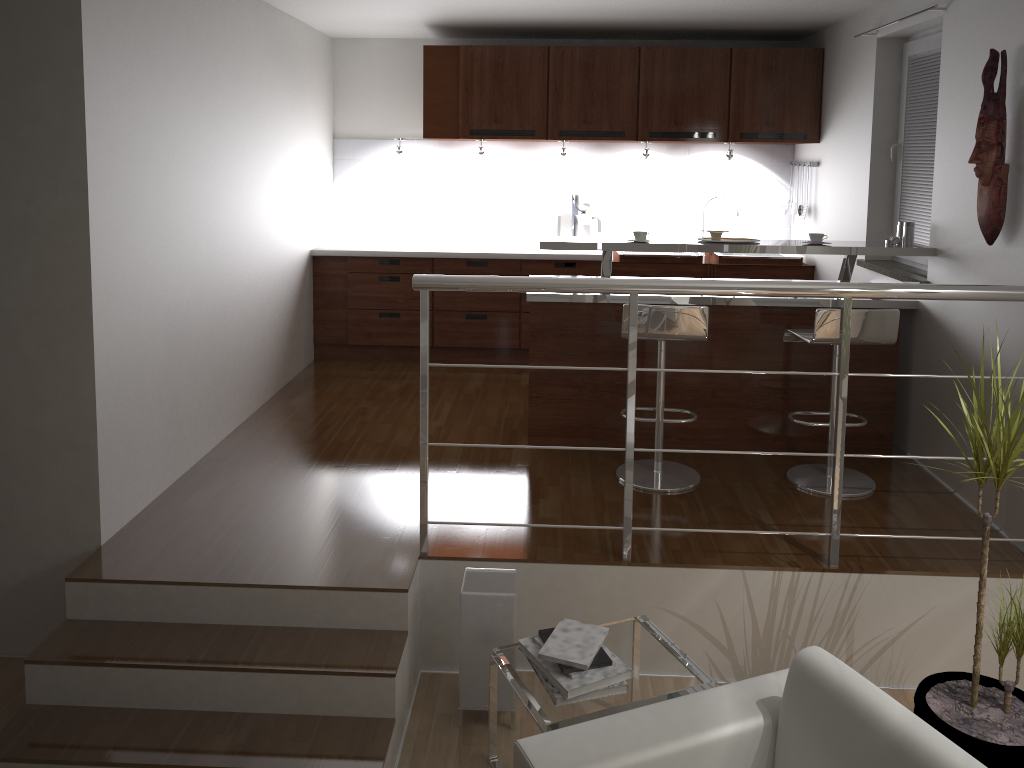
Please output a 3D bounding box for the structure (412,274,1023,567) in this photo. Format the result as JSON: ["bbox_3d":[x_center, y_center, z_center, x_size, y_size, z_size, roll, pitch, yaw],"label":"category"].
[{"bbox_3d":[0.796,0.143,3.182,2.322,1.032,0.058,1,6,2],"label":"structure"}]

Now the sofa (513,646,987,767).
[{"bbox_3d":[0.749,1.210,1.442,0.909,0.722,1.825,-4,14,-22],"label":"sofa"}]

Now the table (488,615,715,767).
[{"bbox_3d":[0.268,1.048,2.686,0.552,0.392,0.475,-4,12,-22],"label":"table"}]

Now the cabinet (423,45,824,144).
[{"bbox_3d":[0.756,-2.062,6.290,2.716,0.624,0.667,1,11,2],"label":"cabinet"}]

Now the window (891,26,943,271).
[{"bbox_3d":[2.193,-1.224,4.590,0.142,1.241,0.862,1,9,2],"label":"window"}]

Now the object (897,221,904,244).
[{"bbox_3d":[1.931,-0.748,4.330,0.052,0.107,0.053,-1,8,-14],"label":"object"}]

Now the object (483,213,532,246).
[{"bbox_3d":[-0.030,-1.173,6.626,0.369,0.236,0.159,1,9,3],"label":"object"}]

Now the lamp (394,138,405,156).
[{"bbox_3d":[-0.797,-1.681,6.216,0.081,0.122,0.081,8,12,41],"label":"lamp"}]

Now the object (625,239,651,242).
[{"bbox_3d":[0.612,-0.699,4.274,0.129,0.008,0.144,2,15,5],"label":"object"}]

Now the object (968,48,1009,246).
[{"bbox_3d":[1.941,-0.947,3.517,0.152,0.774,0.153,-5,9,-43],"label":"object"}]

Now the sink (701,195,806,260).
[{"bbox_3d":[1.713,-1.077,6.349,0.671,0.567,0.616,1,11,2],"label":"sink"}]

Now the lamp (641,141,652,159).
[{"bbox_3d":[0.941,-1.641,6.145,0.081,0.122,0.081,8,12,41],"label":"lamp"}]

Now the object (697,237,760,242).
[{"bbox_3d":[1.076,-0.714,4.349,0.309,0.010,0.224,2,15,5],"label":"object"}]

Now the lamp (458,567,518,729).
[{"bbox_3d":[-0.080,0.911,3.038,0.192,0.471,0.203,1,7,2],"label":"lamp"}]

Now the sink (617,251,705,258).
[{"bbox_3d":[1.055,-0.907,6.396,0.600,0.195,0.617,1,14,2],"label":"sink"}]

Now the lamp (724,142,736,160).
[{"bbox_3d":[1.521,-1.627,6.121,0.081,0.122,0.081,8,12,41],"label":"lamp"}]

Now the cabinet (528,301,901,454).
[{"bbox_3d":[1.022,-0.115,4.745,1.847,0.736,0.649,1,10,2],"label":"cabinet"}]

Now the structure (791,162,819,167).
[{"bbox_3d":[2.082,-1.574,6.263,0.048,0.033,0.614,1,15,2],"label":"structure"}]

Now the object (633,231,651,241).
[{"bbox_3d":[0.628,-0.719,4.267,0.068,0.045,0.080,-11,17,-42],"label":"object"}]

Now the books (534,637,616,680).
[{"bbox_3d":[0.186,0.801,2.619,0.152,0.014,0.221,-7,17,-27],"label":"books"}]

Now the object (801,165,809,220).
[{"bbox_3d":[2.037,-1.328,6.075,0.024,0.374,0.073,1,6,2],"label":"object"}]

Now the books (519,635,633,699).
[{"bbox_3d":[0.186,0.822,2.621,0.228,0.026,0.294,-7,17,-27],"label":"books"}]

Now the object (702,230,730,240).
[{"bbox_3d":[1.014,-0.736,4.341,0.140,0.041,0.133,2,14,4],"label":"object"}]

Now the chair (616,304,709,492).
[{"bbox_3d":[0.684,0.022,4.027,0.388,0.831,0.434,2,8,7],"label":"chair"}]

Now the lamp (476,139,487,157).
[{"bbox_3d":[-0.218,-1.668,6.193,0.081,0.122,0.081,8,12,41],"label":"lamp"}]

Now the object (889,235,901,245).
[{"bbox_3d":[1.880,-0.707,4.296,0.051,0.044,0.052,-9,14,-40],"label":"object"}]

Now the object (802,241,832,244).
[{"bbox_3d":[1.475,-0.687,4.271,0.130,0.008,0.143,-4,15,-18],"label":"object"}]

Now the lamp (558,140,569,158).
[{"bbox_3d":[0.362,-1.654,6.169,0.081,0.122,0.081,8,12,41],"label":"lamp"}]

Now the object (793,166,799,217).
[{"bbox_3d":[2.048,-1.392,6.309,0.020,0.370,0.108,1,7,2],"label":"object"}]

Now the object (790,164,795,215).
[{"bbox_3d":[2.060,-1.423,6.428,0.008,0.370,0.034,1,6,2],"label":"object"}]

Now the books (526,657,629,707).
[{"bbox_3d":[0.186,0.848,2.624,0.227,0.026,0.295,-4,15,-17],"label":"books"}]

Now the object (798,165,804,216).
[{"bbox_3d":[2.064,-1.368,6.196,0.043,0.358,0.092,1,7,2],"label":"object"}]

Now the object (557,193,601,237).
[{"bbox_3d":[0.504,-1.228,6.550,0.329,0.397,0.167,1,7,2],"label":"object"}]

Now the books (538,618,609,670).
[{"bbox_3d":[0.187,0.773,2.616,0.152,0.014,0.221,7,16,21],"label":"books"}]

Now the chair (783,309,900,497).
[{"bbox_3d":[1.479,0.040,3.995,0.387,0.831,0.435,0,8,-2],"label":"chair"}]

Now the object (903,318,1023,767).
[{"bbox_3d":[1.386,0.556,2.566,0.503,1.445,0.448,3,7,15],"label":"object"}]

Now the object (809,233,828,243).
[{"bbox_3d":[1.488,-0.709,4.270,0.080,0.045,0.068,11,16,38],"label":"object"}]

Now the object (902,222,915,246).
[{"bbox_3d":[1.935,-0.733,4.271,0.052,0.109,0.053,-1,8,-14],"label":"object"}]

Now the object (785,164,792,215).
[{"bbox_3d":[2.050,-1.439,6.497,0.033,0.374,0.066,1,6,2],"label":"object"}]

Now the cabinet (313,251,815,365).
[{"bbox_3d":[0.346,-0.596,6.445,3.501,0.784,0.697,1,10,2],"label":"cabinet"}]

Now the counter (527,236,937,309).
[{"bbox_3d":[1.136,-0.617,4.614,2.101,0.311,0.862,1,14,2],"label":"counter"}]

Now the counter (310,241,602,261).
[{"bbox_3d":[-0.349,-0.985,6.435,2.101,0.039,0.699,1,15,2],"label":"counter"}]

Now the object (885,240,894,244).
[{"bbox_3d":[1.867,-0.700,4.318,0.051,0.019,0.052,2,14,5],"label":"object"}]
